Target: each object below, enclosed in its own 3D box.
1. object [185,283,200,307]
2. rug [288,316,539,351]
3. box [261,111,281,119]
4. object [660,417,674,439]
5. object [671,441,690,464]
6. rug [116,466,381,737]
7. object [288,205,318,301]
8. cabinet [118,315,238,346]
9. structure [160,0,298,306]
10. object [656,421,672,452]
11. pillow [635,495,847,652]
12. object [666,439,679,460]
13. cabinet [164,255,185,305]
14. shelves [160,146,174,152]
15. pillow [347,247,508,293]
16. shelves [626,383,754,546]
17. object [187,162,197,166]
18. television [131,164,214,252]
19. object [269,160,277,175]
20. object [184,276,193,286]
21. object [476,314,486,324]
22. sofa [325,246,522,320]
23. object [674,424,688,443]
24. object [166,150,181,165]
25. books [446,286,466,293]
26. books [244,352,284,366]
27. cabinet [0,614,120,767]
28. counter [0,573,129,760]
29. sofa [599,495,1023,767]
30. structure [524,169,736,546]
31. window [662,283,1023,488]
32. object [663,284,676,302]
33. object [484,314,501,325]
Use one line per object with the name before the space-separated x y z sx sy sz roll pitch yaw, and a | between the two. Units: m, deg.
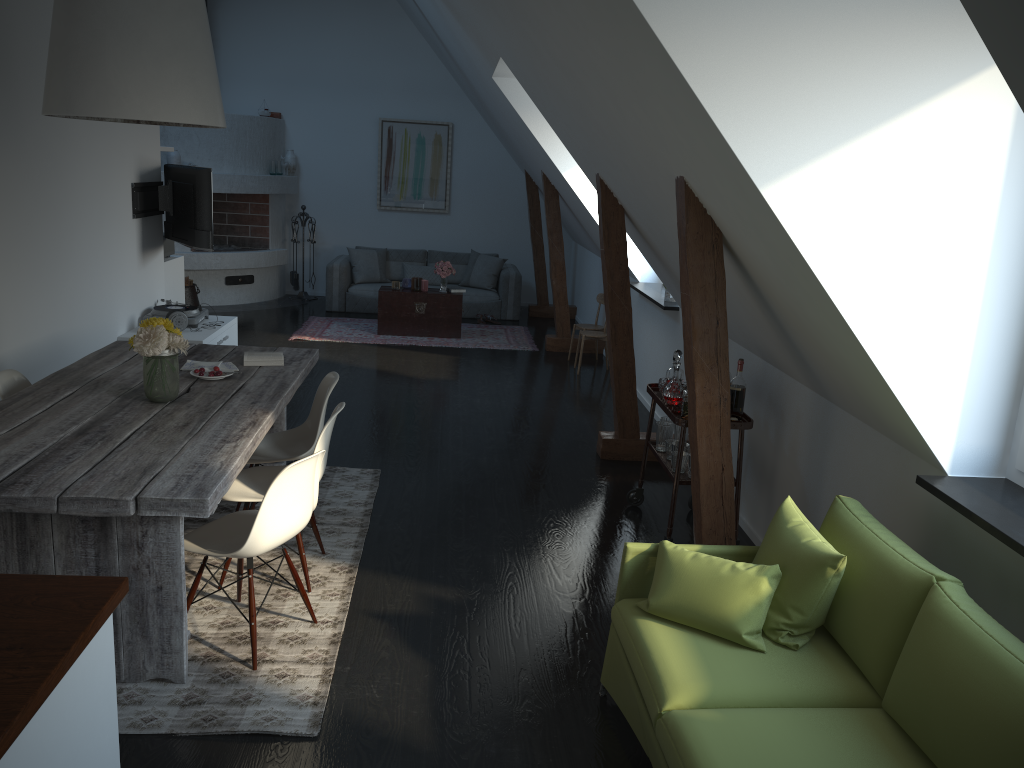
object | -3.905 -1.028 10.512 0.384 0.313 0.384 9 15 21
rug | -1.066 -0.580 9.989 2.647 0.029 1.512 3 14 -4
box | -3.134 -3.501 11.553 0.229 0.078 0.127 2 14 -4
object | 0.866 0.269 4.961 0.087 0.155 0.087 -5 16 -31
object | 0.875 0.368 4.627 0.095 0.119 0.095 -9 18 -41
rug | -1.663 0.804 4.113 1.898 0.022 2.677 2 14 -4
object | -2.771 -1.746 11.780 0.376 1.245 0.376 -3 15 -24
cabinet | -2.591 -0.209 7.016 0.623 0.507 1.069 2 14 -4
structure | -4.347 -3.539 11.455 3.058 4.752 3.049 5 14 4
object | 0.829 0.289 4.870 0.087 0.155 0.087 -5 16 -31
pillow | 0.739 0.628 2.906 0.600 0.387 0.475 2 14 -7
object | 0.861 0.353 4.733 0.092 0.099 0.092 -3 15 -26
cabinet | -3.399 -0.657 7.780 0.869 0.921 0.638 2 14 -4
shelves | -3.690 -1.994 7.336 1.604 0.038 0.478 2 14 -4
pillow | -1.088 -1.494 11.412 2.075 0.515 0.444 2 14 -4
shelves | 0.949 0.449 4.722 0.438 0.732 0.803 2 14 -8
object | -3.771 -2.550 10.412 0.161 0.114 0.064 3 14 -2
television | -2.804 -1.399 6.989 0.537 0.652 1.005 -7 17 -38
object | -3.021 -2.733 11.218 0.092 0.180 0.092 9 15 23
object | -3.912 -1.105 10.474 0.240 0.370 0.270 2 14 -5
object | -0.386 -0.801 10.913 0.101 0.090 0.277 0 14 -16
sofa | -1.125 -1.347 11.546 2.458 0.770 1.107 2 14 -4
object | 0.931 0.290 4.891 0.087 0.155 0.087 -5 16 -31
object | -3.937 -2.586 10.325 0.158 0.274 0.158 13 16 33
books | -0.645 -1.063 9.969 0.179 0.034 0.243 -3 15 -26
books | -1.324 -0.144 4.730 0.202 0.042 0.251 0 14 -16
cabinet | -1.172 0.534 0.380 4.208 2.369 3.033 2 14 -4
counter | -0.761 0.818 0.503 3.365 0.038 3.085 2 14 -4
sofa | 0.877 1.004 2.215 0.898 0.825 2.093 2 14 -5
structure | 0.992 -0.372 5.567 1.023 1.963 12.350 2 14 -4
window | -1.276 -2.480 4.738 5.959 4.249 8.018 2 14 -4
object | 1.180 -0.860 6.713 0.309 0.461 0.131 7 14 13
object | -0.231 -0.803 10.958 0.277 0.090 0.101 16 18 41
